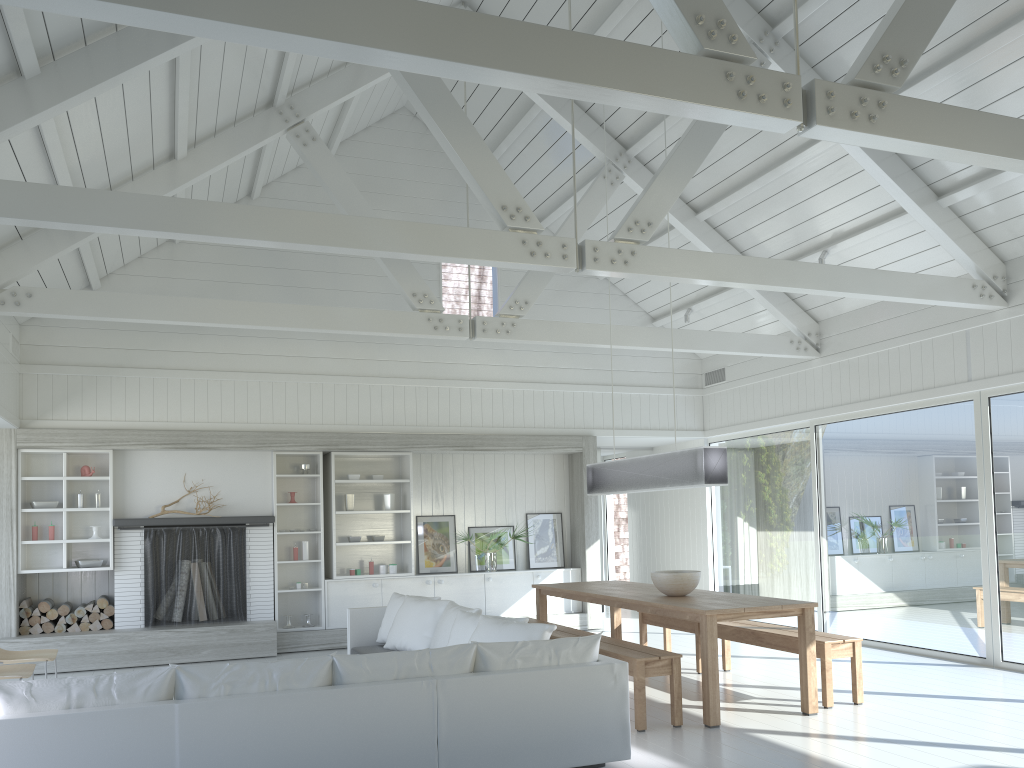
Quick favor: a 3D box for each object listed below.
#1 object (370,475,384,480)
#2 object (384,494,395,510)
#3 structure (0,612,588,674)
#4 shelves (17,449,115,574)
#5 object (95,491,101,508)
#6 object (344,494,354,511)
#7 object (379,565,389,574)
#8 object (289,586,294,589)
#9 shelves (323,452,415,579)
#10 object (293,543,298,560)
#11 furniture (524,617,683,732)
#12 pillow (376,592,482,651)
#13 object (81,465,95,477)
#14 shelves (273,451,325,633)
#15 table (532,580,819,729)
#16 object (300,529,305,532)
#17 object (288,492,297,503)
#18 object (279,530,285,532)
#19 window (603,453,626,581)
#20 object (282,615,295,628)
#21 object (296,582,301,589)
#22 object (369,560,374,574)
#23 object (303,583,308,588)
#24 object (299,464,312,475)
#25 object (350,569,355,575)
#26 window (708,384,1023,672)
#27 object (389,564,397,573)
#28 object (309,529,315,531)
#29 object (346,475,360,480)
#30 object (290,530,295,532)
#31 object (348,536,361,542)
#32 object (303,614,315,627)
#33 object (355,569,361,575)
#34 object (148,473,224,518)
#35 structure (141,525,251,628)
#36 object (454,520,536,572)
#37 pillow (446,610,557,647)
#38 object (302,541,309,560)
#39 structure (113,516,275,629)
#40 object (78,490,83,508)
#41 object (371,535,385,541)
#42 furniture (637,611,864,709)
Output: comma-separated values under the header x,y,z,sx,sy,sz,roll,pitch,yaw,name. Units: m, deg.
x,y,z,sx,sy,sz,roll,pitch,yaw,name
-1.605,1.121,10.485,0.141,0.066,0.142,2,-8,-21,object
-1.444,1.392,10.379,0.103,0.195,0.103,-3,-4,24,object
-2.288,2.870,10.424,6.352,0.344,1.898,2,-9,-21,structure
-4.607,1.319,9.164,0.865,1.232,0.552,0,-4,-21,shelves
-4.306,1.194,9.173,0.054,0.195,0.054,0,-3,-20,object
-1.882,1.376,10.209,0.102,0.195,0.103,0,-4,-21,object
-1.506,2.178,10.358,0.091,0.095,0.091,-3,-6,13,object
-2.482,2.297,9.932,0.054,0.025,0.055,2,-8,-21,object
-1.700,1.548,10.424,0.939,1.435,0.609,0,-4,-21,shelves
-2.446,1.894,9.967,0.054,0.195,0.054,0,-3,-22,object
0.481,2.208,6.945,0.340,0.468,2.703,0,-9,-21,furniture
-0.701,2.065,7.490,0.462,0.474,2.073,2,-9,-29,pillow
-4.406,0.906,9.139,0.231,0.126,0.059,-5,-5,23,object
-2.479,1.794,10.106,0.540,1.989,0.608,0,-3,-21,shelves
1.150,2.088,7.219,0.906,0.758,2.973,1,-9,-21,table
-2.389,1.670,10.042,0.054,0.025,0.055,2,-8,-21,object
-2.484,1.291,9.983,0.137,0.129,0.138,-4,-6,21,object
-2.571,1.645,9.855,0.054,0.025,0.055,2,-8,-21,object
1.715,2.337,14.192,0.037,2.415,0.951,0,-4,-21,window
-2.507,2.665,9.896,0.137,0.129,0.138,-4,-6,21,object
-2.410,2.276,9.961,0.054,0.070,0.055,1,-5,-22,object
-1.639,2.116,10.269,0.054,0.195,0.054,0,-3,-22,object
-2.340,2.283,9.986,0.058,0.060,0.058,1,-6,-22,object
-2.352,0.976,10.023,0.161,0.123,0.163,-3,-7,11,object
-1.843,2.168,10.169,0.054,0.070,0.054,3,-7,-42,object
4.589,1.093,6.694,0.080,2.404,11.021,0,-8,-21,window
-1.393,2.163,10.329,0.085,0.111,0.086,-3,-5,14,object
-2.299,1.682,10.135,0.054,0.025,0.055,2,-8,-21,object
-1.842,1.089,10.241,0.141,0.066,0.142,2,-8,-21,object
-2.480,1.658,9.948,0.054,0.025,0.055,2,-8,-21,object
-1.824,1.798,10.208,0.141,0.066,0.142,2,-8,-21,object
-2.303,2.673,9.975,0.137,0.129,0.138,-4,-6,21,object
-1.787,2.179,10.218,0.058,0.060,0.058,4,-8,-44,object
-3.383,1.184,9.382,0.459,0.499,0.786,-6,-8,38,object
-3.344,2.034,9.354,1.098,1.057,0.117,1,-3,-22,structure
-0.179,1.954,10.642,0.972,0.626,0.626,2,-7,-24,object
-0.137,1.806,5.927,0.466,0.475,1.328,2,-9,-30,pillow
-2.346,1.890,10.004,0.072,0.210,0.071,0,-4,-22,object
-3.473,2.112,9.683,1.617,1.279,0.865,1,-5,-21,structure
-4.460,1.188,9.113,0.054,0.195,0.054,0,-3,-20,object
-1.587,1.830,10.451,0.141,0.066,0.142,2,-8,-21,object
1.878,2.258,7.487,0.340,0.468,2.703,0,-9,-21,furniture
